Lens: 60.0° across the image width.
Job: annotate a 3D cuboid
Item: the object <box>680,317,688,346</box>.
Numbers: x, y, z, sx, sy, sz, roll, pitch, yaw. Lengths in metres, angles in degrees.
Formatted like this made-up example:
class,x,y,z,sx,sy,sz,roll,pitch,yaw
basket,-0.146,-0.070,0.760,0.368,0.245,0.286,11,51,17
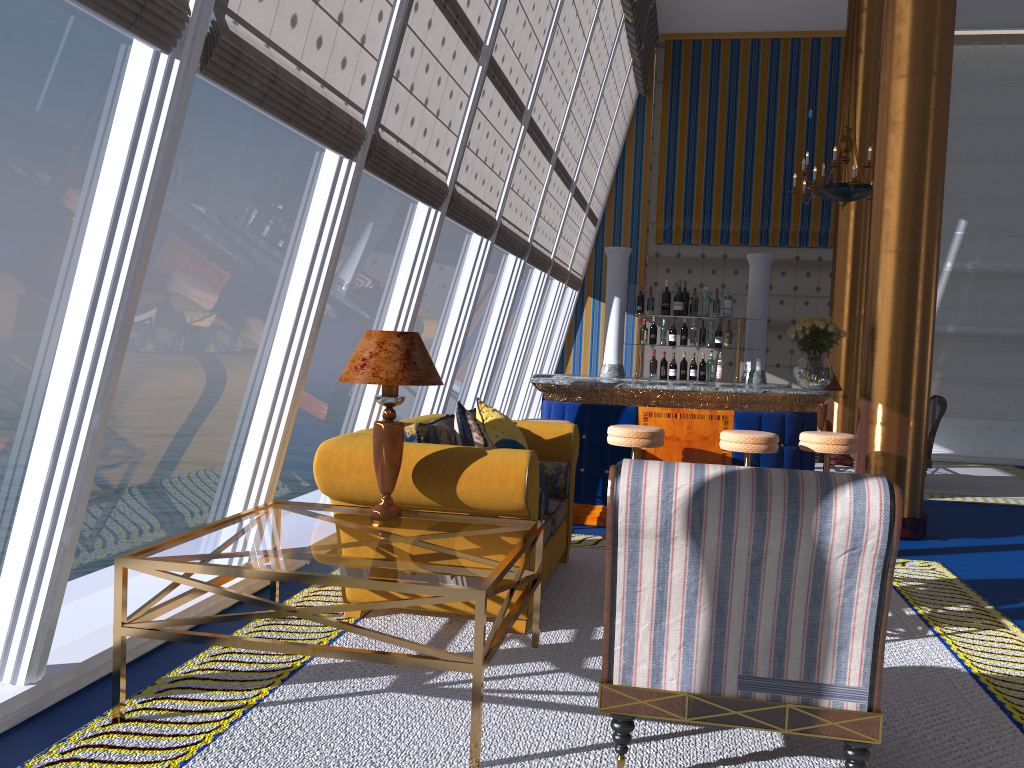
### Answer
class,x,y,z,sx,sy,sz,roll,pitch,yaw
object,1.487,-0.452,7.657,0.065,0.244,0.065,2,3,-8

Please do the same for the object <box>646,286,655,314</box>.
class,x,y,z,sx,sy,sz,roll,pitch,yaw
object,1.210,-0.729,7.743,0.073,0.246,0.071,1,3,-30

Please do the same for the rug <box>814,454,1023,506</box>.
class,x,y,z,sx,sy,sz,roll,pitch,yaw
rug,3.199,0.992,10.442,6.234,0.011,3.605,3,2,10

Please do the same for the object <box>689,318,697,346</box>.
class,x,y,z,sx,sy,sz,roll,pitch,yaw
object,1.564,-0.446,7.647,0.057,0.239,0.056,2,3,-15

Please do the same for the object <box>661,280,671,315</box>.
class,x,y,z,sx,sy,sz,roll,pitch,yaw
object,1.333,-0.746,7.663,0.081,0.303,0.082,3,3,16

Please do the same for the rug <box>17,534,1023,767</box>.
class,x,y,z,sx,sy,sz,roll,pitch,yaw
rug,0.454,1.185,3.035,3.579,0.010,6.277,3,2,10

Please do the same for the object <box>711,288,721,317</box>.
class,x,y,z,sx,sy,sz,roll,pitch,yaw
object,1.763,-0.702,7.648,0.073,0.246,0.071,1,3,-30

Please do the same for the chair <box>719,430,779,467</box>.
class,x,y,z,sx,sy,sz,roll,pitch,yaw
chair,1.604,0.714,6.073,0.402,0.782,0.394,1,3,-30

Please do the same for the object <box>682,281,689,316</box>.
class,x,y,z,sx,sy,sz,roll,pitch,yaw
object,1.490,-0.741,7.661,0.080,0.303,0.082,4,3,27

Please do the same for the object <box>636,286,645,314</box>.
class,x,y,z,sx,sy,sz,roll,pitch,yaw
object,1.120,-0.732,7.715,0.065,0.244,0.066,3,3,14

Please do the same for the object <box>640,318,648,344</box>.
class,x,y,z,sx,sy,sz,roll,pitch,yaw
object,1.143,-0.456,7.658,0.066,0.225,0.065,1,3,-20

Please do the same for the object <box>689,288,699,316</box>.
class,x,y,z,sx,sy,sz,roll,pitch,yaw
object,1.573,-0.707,7.649,0.077,0.248,0.075,1,3,-26

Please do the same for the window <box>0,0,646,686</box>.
class,x,y,z,sx,sy,sz,roll,pitch,yaw
window,-0.294,-1.897,5.730,1.612,5.858,15.517,3,3,11

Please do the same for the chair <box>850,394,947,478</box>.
class,x,y,z,sx,sy,sz,roll,pitch,yaw
chair,4.107,0.571,9.483,0.781,0.967,0.796,3,3,11

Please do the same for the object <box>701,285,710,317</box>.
class,x,y,z,sx,sy,sz,roll,pitch,yaw
object,1.668,-0.716,7.625,0.069,0.271,0.069,4,3,21

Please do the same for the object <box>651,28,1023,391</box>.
class,x,y,z,sx,sy,sz,roll,pitch,yaw
object,3.614,-6.945,4.513,62.890,33.619,63.627,3,3,17

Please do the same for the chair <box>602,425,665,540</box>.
class,x,y,z,sx,sy,sz,roll,pitch,yaw
chair,0.836,0.680,6.109,0.402,0.782,0.394,0,4,-41

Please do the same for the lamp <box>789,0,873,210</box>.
class,x,y,z,sx,sy,sz,roll,pitch,yaw
lamp,3.581,-3.065,9.414,1.064,2.423,1.054,2,3,-13

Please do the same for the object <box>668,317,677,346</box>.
class,x,y,z,sx,sy,sz,roll,pitch,yaw
object,1.389,-0.453,7.657,0.069,0.244,0.068,2,3,-8

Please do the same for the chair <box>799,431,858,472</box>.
class,x,y,z,sx,sy,sz,roll,pitch,yaw
chair,2.207,0.733,6.251,0.401,0.782,0.395,1,3,-19

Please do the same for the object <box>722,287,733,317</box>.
class,x,y,z,sx,sy,sz,roll,pitch,yaw
object,1.867,-0.707,7.671,0.092,0.259,0.091,2,3,-6

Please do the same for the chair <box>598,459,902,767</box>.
class,x,y,z,sx,sy,sz,roll,pitch,yaw
chair,0.706,0.706,2.798,0.791,0.967,0.787,3,3,11

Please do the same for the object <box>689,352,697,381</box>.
class,x,y,z,sx,sy,sz,roll,pitch,yaw
object,1.573,-0.152,7.695,0.069,0.244,0.068,2,3,-8

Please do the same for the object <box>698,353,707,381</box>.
class,x,y,z,sx,sy,sz,roll,pitch,yaw
object,1.657,-0.146,7.701,0.065,0.244,0.065,2,3,-8

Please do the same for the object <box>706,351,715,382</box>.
class,x,y,z,sx,sy,sz,roll,pitch,yaw
object,1.733,-0.154,7.720,0.069,0.269,0.068,1,3,-29

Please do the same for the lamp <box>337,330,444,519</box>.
class,x,y,z,sx,sy,sz,roll,pitch,yaw
lamp,-0.518,0.169,3.751,0.442,0.784,0.450,4,3,25

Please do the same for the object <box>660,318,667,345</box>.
class,x,y,z,sx,sy,sz,roll,pitch,yaw
object,1.311,-0.453,7.669,0.059,0.230,0.058,1,3,-30

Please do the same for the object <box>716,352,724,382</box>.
class,x,y,z,sx,sy,sz,roll,pitch,yaw
object,1.810,-0.146,7.717,0.061,0.258,0.061,3,3,11

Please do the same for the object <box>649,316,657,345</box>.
class,x,y,z,sx,sy,sz,roll,pitch,yaw
object,1.223,-0.464,7.670,0.065,0.244,0.065,2,3,-8

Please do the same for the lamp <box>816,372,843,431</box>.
class,x,y,z,sx,sy,sz,roll,pitch,yaw
lamp,3.715,0.243,10.621,0.447,0.784,0.445,2,3,-5

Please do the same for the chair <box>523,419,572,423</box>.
class,x,y,z,sx,sy,sz,roll,pitch,yaw
chair,0.227,0.645,6.314,0.402,0.782,0.394,0,4,-41

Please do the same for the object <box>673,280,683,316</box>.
class,x,y,z,sx,sy,sz,roll,pitch,yaw
object,1.437,-0.741,7.645,0.085,0.303,0.085,3,3,5
